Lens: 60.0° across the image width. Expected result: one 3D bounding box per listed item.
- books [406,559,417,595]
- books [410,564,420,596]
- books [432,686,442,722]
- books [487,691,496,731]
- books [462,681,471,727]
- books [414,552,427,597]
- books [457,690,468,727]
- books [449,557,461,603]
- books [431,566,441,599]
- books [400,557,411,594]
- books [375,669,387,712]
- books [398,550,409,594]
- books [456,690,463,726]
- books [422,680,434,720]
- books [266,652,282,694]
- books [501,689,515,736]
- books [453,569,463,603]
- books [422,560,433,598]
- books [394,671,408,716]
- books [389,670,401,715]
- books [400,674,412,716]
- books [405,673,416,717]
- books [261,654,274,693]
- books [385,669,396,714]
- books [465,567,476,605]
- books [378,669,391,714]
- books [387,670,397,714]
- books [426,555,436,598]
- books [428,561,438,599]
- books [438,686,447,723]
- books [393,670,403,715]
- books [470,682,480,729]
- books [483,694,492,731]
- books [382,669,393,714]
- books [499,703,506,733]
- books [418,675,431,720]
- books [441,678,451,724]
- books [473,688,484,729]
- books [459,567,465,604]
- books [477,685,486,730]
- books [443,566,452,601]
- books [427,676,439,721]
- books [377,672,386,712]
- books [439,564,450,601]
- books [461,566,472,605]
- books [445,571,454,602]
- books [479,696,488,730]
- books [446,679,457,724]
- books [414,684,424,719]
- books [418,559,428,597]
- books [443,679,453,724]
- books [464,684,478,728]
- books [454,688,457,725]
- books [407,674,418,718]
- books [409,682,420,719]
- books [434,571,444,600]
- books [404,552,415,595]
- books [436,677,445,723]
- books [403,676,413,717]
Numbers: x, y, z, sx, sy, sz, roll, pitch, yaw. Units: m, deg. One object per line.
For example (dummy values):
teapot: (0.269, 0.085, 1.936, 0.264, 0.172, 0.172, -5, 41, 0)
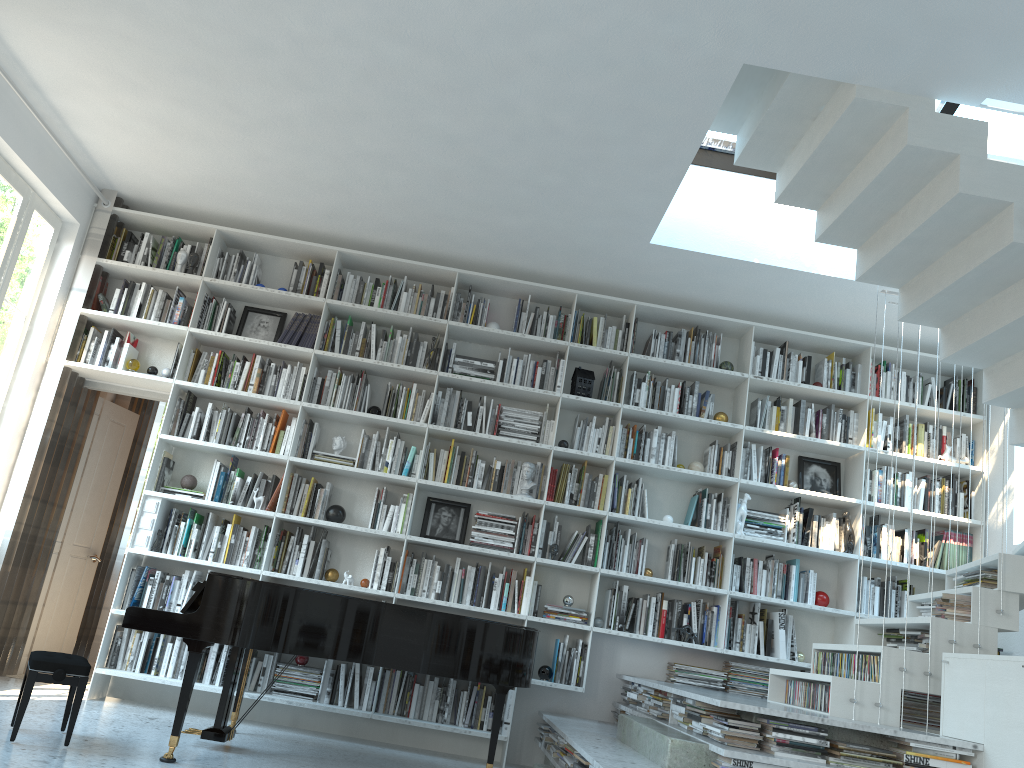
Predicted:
books: (-0.653, 1.262, 5.770, 0.027, 0.233, 0.168, 10, -16, -1)
books: (-0.631, 1.282, 5.779, 0.024, 0.207, 0.170, 10, -16, -1)
books: (-0.475, 2.019, 5.599, 0.024, 0.203, 0.145, 10, -16, -1)
books: (-0.133, 2.067, 5.608, 0.028, 0.227, 0.162, 10, -16, -1)
books: (-0.286, 2.004, 5.599, 0.011, 0.292, 0.184, 10, -15, -1)
books: (-0.600, 1.252, 5.807, 0.027, 0.289, 0.141, 10, -15, -1)
books: (-0.312, 2.040, 5.586, 0.029, 0.209, 0.171, 10, -16, -1)
books: (-0.374, 1.287, 5.796, 0.026, 0.291, 0.152, 10, -15, -1)
books: (-0.496, 1.298, 5.771, 0.023, 0.217, 0.175, 10, -16, -1)
books: (-0.692, 1.255, 5.788, 0.029, 0.243, 0.154, 10, -15, -1)
books: (-0.828, 1.933, 5.600, 0.012, 0.253, 0.161, 10, -15, -1)
books: (-0.709, 1.233, 5.795, 0.012, 0.284, 0.160, 10, -15, -1)
books: (-0.332, 2.037, 5.581, 0.010, 0.205, 0.180, 10, -16, -1)
books: (-0.527, 1.995, 5.604, 0.030, 0.234, 0.138, 10, -15, -1)
books: (-1.496, 1.800, 5.585, 0.027, 0.281, 0.129, 10, -15, -1)
books: (-0.029, 2.046, 5.548, 0.038, 0.268, 0.278, 10, -16, -1)
books: (-0.355, 1.327, 5.796, 0.025, 0.220, 0.140, 10, -15, -1)
books: (-0.552, 1.276, 5.780, 0.027, 0.245, 0.180, 10, -16, -1)
books: (-0.692, 1.926, 5.602, 0.034, 0.310, 0.170, 10, -15, -1)
books: (-0.737, 1.944, 5.603, 0.025, 0.263, 0.145, 10, -15, -1)
books: (-0.670, 1.965, 5.604, 0.022, 0.246, 0.144, 10, -15, -1)
books: (-0.639, 1.956, 5.609, 0.012, 0.275, 0.155, 10, -15, -1)
books: (-1.527, 1.822, 5.577, 0.027, 0.226, 0.140, 10, -15, -1)
books: (-0.759, 1.902, 5.610, 0.014, 0.339, 0.140, 10, -15, -1)
books: (-0.273, 1.324, 5.783, 0.026, 0.244, 0.192, 10, -16, -1)
books: (-0.797, 1.932, 5.582, 0.026, 0.255, 0.184, 10, -16, -1)
books: (-0.755, 1.946, 5.612, 0.010, 0.258, 0.131, 10, -15, -1)
books: (-0.529, 1.261, 5.782, 0.013, 0.281, 0.167, 10, -15, -1)
books: (-0.517, 1.287, 5.795, 0.021, 0.243, 0.142, 10, -15, -1)
books: (-0.438, 2.019, 5.593, 0.022, 0.212, 0.167, 10, -16, -1)
books: (-0.712, 1.910, 5.603, 0.012, 0.336, 0.144, 10, -15, -1)
books: (-0.228, 2.001, 5.598, 0.013, 0.316, 0.187, 10, -15, -1)
books: (-0.158, 2.070, 5.593, 0.022, 0.204, 0.191, 10, -16, -1)
books: (-0.774, 1.914, 5.588, 0.014, 0.300, 0.185, 10, -15, -1)
books: (-0.071, 2.100, 5.602, 0.023, 0.181, 0.149, 10, -16, -1)
books: (-0.550, 1.962, 5.609, 0.026, 0.293, 0.155, 10, -15, -1)
books: (-0.410, 1.961, 5.601, 0.014, 0.334, 0.183, 10, -15, -1)
books: (-0.216, 2.048, 5.611, 0.028, 0.238, 0.140, 10, -15, -1)
books: (-0.327, 1.322, 5.792, 0.031, 0.236, 0.159, 10, -15, -1)
books: (-0.194, 2.038, 5.599, 0.011, 0.257, 0.172, 10, -15, -1)
books: (-0.421, 1.308, 5.787, 0.013, 0.229, 0.139, 10, -15, -1)
books: (-0.497, 1.988, 5.608, 0.028, 0.260, 0.133, 10, -15, -1)
books: (-0.819, 1.944, 5.602, 0.010, 0.237, 0.134, 10, -15, -1)
books: (-0.441, 1.298, 5.777, 0.029, 0.237, 0.166, 10, -15, -1)
books: (-0.299, 1.323, 5.810, 0.025, 0.254, 0.136, 10, -15, -1)
books: (-0.405, 1.324, 5.771, 0.023, 0.196, 0.165, 10, -16, -1)
books: (-0.183, 2.076, 5.601, 0.024, 0.190, 0.155, 10, -16, -1)
books: (-0.385, 2.006, 5.609, 0.024, 0.261, 0.132, 10, -15, -1)
books: (-0.586, 2.006, 5.606, 0.030, 0.196, 0.143, 10, -16, -1)
books: (-0.578, 1.275, 5.796, 0.024, 0.247, 0.132, 10, -15, -1)
books: (-0.400, 1.987, 5.597, 0.014, 0.287, 0.185, 10, -15, -1)
books: (-0.261, 2.026, 5.584, 0.044, 0.250, 0.187, 10, -16, -1)
books: (-0.358, 2.038, 5.611, 0.040, 0.211, 0.129, 10, -15, -1)
books: (-0.629, 1.968, 5.607, 0.012, 0.254, 0.151, 10, -15, -1)
books: (-0.612, 1.988, 5.578, 0.028, 0.206, 0.175, 10, -16, -1)
books: (-0.473, 1.317, 5.763, 0.029, 0.183, 0.175, 10, -16, -1)
books: (-0.669, 1.242, 5.785, 0.011, 0.274, 0.146, 10, -15, -1)
books: (-0.449, 1.980, 5.598, 0.013, 0.284, 0.185, 10, -15, -1)
books: (-0.653, 1.971, 5.600, 0.012, 0.238, 0.129, 10, -15, -1)
